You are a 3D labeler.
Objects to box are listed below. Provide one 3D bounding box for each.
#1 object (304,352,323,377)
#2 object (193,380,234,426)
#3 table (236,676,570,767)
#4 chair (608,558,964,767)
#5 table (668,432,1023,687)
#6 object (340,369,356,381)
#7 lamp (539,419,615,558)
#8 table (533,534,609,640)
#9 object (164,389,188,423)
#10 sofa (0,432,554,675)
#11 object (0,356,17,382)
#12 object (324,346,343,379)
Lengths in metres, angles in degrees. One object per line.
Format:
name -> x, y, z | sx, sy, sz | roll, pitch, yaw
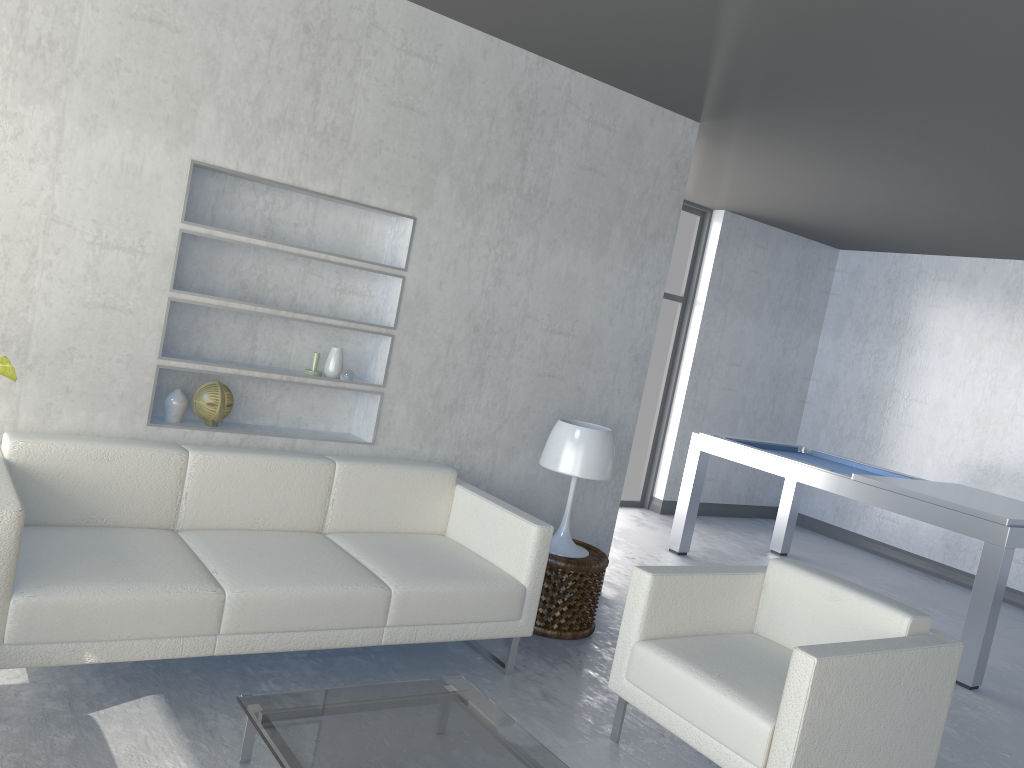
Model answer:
object -> -0.828, -0.084, 3.724 | 0.074, 0.094, 0.074 | 13, 4, 18
object -> -1.162, 0.079, 3.497 | 0.163, 0.179, 0.088 | 7, 6, -45
table -> -0.255, 1.048, 2.313 | 0.730, 0.190, 0.773 | 8, 5, -35
chair -> 0.881, 0.983, 2.957 | 0.821, 0.662, 0.748 | 8, 5, -35
table -> 2.193, 0.945, 5.450 | 1.180, 0.835, 2.095 | 8, 5, -35
object -> -0.692, -0.037, 3.751 | 0.064, 0.050, 0.064 | 9, 5, -30
lamp -> 0.279, 0.469, 4.041 | 0.347, 0.582, 0.347 | 13, 5, 23
table -> 0.191, 0.920, 4.076 | 0.452, 0.358, 0.452 | 14, 5, 29
object -> -1.302, 0.083, 3.433 | 0.086, 0.128, 0.086 | 9, 5, -25
sofa -> -0.861, 0.623, 3.169 | 1.881, 0.658, 0.821 | 8, 5, -35
object -> -1.717, 0.301, 2.570 | 0.400, 1.051, 0.387 | 11, 4, -8
object -> -0.753, -0.092, 3.767 | 0.079, 0.130, 0.079 | 8, 5, -37
